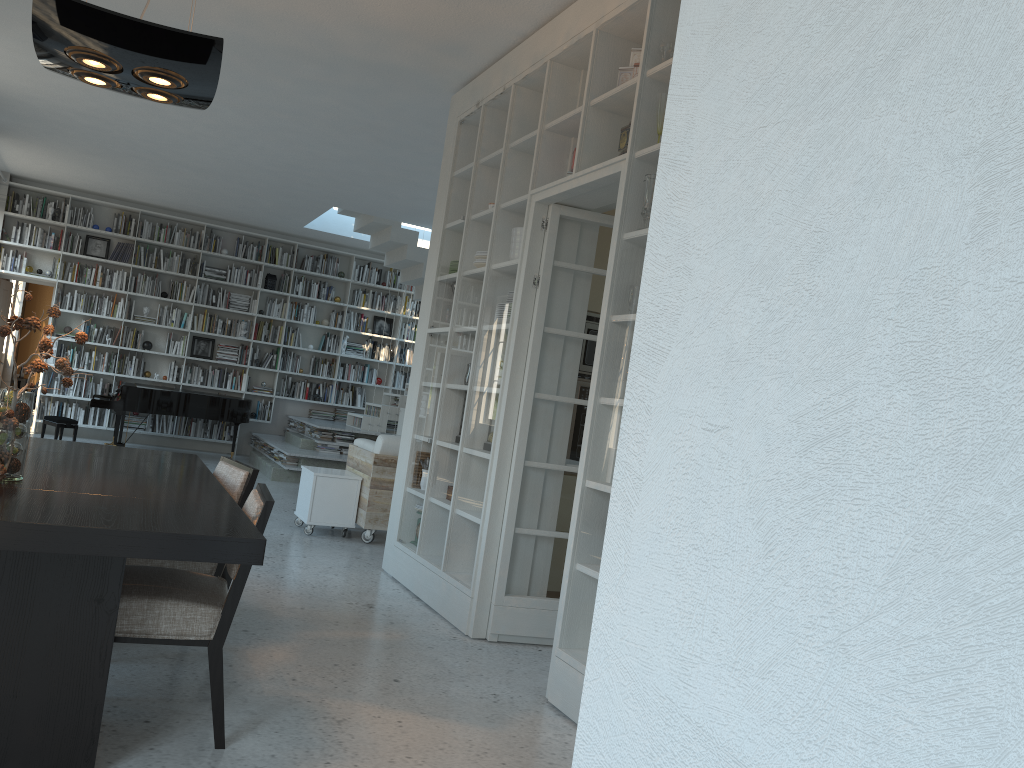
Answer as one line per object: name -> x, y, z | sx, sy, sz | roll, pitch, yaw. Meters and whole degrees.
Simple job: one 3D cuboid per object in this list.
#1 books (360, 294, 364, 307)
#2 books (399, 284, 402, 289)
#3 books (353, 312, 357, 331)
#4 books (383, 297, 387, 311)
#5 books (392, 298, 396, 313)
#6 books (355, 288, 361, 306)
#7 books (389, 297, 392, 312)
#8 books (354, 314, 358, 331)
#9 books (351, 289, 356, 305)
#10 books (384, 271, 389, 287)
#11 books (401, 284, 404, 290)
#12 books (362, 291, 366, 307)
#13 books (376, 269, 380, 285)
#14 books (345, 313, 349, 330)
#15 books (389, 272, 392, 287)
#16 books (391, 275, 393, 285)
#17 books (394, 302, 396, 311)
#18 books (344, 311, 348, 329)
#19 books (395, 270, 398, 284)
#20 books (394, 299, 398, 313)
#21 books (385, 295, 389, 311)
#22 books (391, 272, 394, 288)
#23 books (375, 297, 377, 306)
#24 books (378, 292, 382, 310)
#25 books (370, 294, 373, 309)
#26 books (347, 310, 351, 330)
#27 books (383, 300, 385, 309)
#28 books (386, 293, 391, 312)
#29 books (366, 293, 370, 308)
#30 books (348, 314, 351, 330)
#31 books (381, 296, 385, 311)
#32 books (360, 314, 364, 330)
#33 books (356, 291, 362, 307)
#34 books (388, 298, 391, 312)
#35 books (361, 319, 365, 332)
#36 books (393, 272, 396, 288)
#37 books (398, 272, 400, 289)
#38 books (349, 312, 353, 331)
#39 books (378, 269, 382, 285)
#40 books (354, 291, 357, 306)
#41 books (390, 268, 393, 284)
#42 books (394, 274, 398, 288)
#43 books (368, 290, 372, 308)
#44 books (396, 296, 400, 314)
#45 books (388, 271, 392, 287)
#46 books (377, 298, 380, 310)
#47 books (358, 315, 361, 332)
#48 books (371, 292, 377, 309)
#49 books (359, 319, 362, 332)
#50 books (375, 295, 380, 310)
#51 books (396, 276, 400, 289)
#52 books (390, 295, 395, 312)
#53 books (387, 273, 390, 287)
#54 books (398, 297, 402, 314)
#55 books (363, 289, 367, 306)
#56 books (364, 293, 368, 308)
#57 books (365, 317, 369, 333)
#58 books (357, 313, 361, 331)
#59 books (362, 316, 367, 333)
books -> -2.261, -1.241, 13.264 | 0.025, 0.207, 0.175 | 9, -1, -24
books -> -1.715, -1.527, 13.528 | 0.031, 0.211, 0.131 | 9, -1, -24
books -> -2.366, -0.925, 13.258 | 0.012, 0.285, 0.159 | 9, -1, -24
books -> -1.939, -1.195, 13.413 | 0.031, 0.217, 0.165 | 9, -1, -24
books -> -1.816, -1.187, 13.473 | 0.030, 0.241, 0.162 | 9, -1, -24
books -> -2.320, -1.288, 13.252 | 0.052, 0.282, 0.166 | 9, -1, -24
books -> -1.868, -1.199, 13.452 | 0.011, 0.249, 0.151 | 9, -1, -24
books -> -2.347, -0.914, 13.279 | 0.043, 0.269, 0.131 | 9, -1, -24
books -> -2.363, -1.280, 13.235 | 0.012, 0.254, 0.161 | 9, -1, -24
books -> -1.903, -1.580, 13.409 | 0.019, 0.256, 0.169 | 9, -1, -24
books -> -1.677, -1.547, 13.520 | 0.026, 0.263, 0.163 | 9, -1, -24
books -> -2.236, -1.264, 13.279 | 0.026, 0.261, 0.167 | 9, -1, -24
books -> -2.033, -1.599, 13.376 | 0.012, 0.254, 0.161 | 9, -1, -24
books -> -2.477, -0.927, 13.220 | 0.030, 0.253, 0.128 | 9, -1, -24
books -> -1.867, -1.575, 13.450 | 0.017, 0.259, 0.136 | 9, -1, -24
books -> -1.843, -1.555, 13.437 | 0.007, 0.226, 0.170 | 9, -1, -24
books -> -1.803, -1.187, 13.498 | 0.014, 0.246, 0.142 | 9, -1, -24
books -> -2.499, -0.946, 13.201 | 0.031, 0.284, 0.137 | 9, -1, -24
books -> -1.776, -1.581, 13.488 | 0.020, 0.299, 0.131 | 9, -1, -24
books -> -1.785, -1.178, 13.498 | 0.022, 0.234, 0.158 | 9, -1, -24
books -> -1.915, -1.214, 13.433 | 0.023, 0.264, 0.156 | 9, -1, -24
books -> -1.828, -1.564, 13.451 | 0.031, 0.248, 0.164 | 9, -1, -24
books -> -2.076, -1.218, 13.371 | 0.013, 0.221, 0.145 | 9, -1, -24
books -> -2.001, -1.237, 13.402 | 0.048, 0.283, 0.162 | 9, -1, -24
books -> -2.138, -1.237, 13.337 | 0.025, 0.238, 0.142 | 9, -1, -24
books -> -2.448, -0.946, 13.217 | 0.015, 0.300, 0.140 | 9, -1, -24
books -> -1.963, -1.198, 13.414 | 0.013, 0.216, 0.177 | 9, -1, -24
books -> -1.887, -1.226, 13.430 | 0.022, 0.294, 0.180 | 9, -1, -24
books -> -2.187, -1.243, 13.327 | 0.024, 0.236, 0.146 | 9, -1, -24
books -> -2.437, -0.918, 13.214 | 0.011, 0.248, 0.155 | 9, -1, -24
books -> -1.967, -1.211, 13.392 | 0.014, 0.240, 0.189 | 9, -1, -24
books -> -2.269, -0.910, 13.286 | 0.014, 0.285, 0.175 | 9, -1, -24
books -> -2.291, -1.267, 13.275 | 0.026, 0.250, 0.130 | 9, -1, -24
books -> -1.885, -1.201, 13.459 | 0.014, 0.249, 0.162 | 9, -1, -24
books -> -2.255, -0.871, 13.298 | 0.033, 0.213, 0.152 | 9, -1, -24
books -> -1.812, -1.565, 13.475 | 0.017, 0.257, 0.146 | 9, -1, -24
books -> -1.733, -1.564, 13.512 | 0.025, 0.279, 0.136 | 9, -1, -24
books -> -2.402, -0.933, 13.235 | 0.065, 0.289, 0.145 | 9, -1, -24
books -> -2.009, -1.598, 13.373 | 0.030, 0.257, 0.164 | 9, -1, -24
books -> -2.352, -1.270, 13.238 | 0.013, 0.236, 0.141 | 9, -1, -24
books -> -1.846, -1.604, 13.442 | 0.007, 0.320, 0.165 | 9, -1, -24
books -> -1.789, -1.551, 13.462 | 0.018, 0.235, 0.186 | 9, -1, -24
books -> -2.153, -1.264, 13.318 | 0.026, 0.288, 0.156 | 9, -1, -24
books -> -1.759, -1.199, 13.505 | 0.026, 0.284, 0.147 | 9, -1, -24
books -> -1.876, -1.574, 13.430 | 0.016, 0.252, 0.189 | 9, -1, -24
books -> -2.040, -1.199, 13.407 | 0.027, 0.196, 0.130 | 9, -1, -24
books -> -2.304, -0.906, 13.287 | 0.020, 0.267, 0.152 | 9, -1, -24
books -> -2.089, -1.244, 13.302 | 0.032, 0.265, 0.245 | 9, -1, -24
books -> -2.282, -0.873, 13.269 | 0.013, 0.207, 0.189 | 9, -1, -24
books -> -2.044, -1.218, 13.354 | 0.030, 0.230, 0.187 | 9, -1, -24
books -> -1.755, -1.533, 13.484 | 0.029, 0.210, 0.169 | 9, -1, -24
books -> -1.841, -1.207, 13.453 | 0.036, 0.272, 0.177 | 9, -1, -24
books -> -1.894, -1.561, 13.417 | 0.008, 0.220, 0.182 | 9, -1, -24
books -> -1.733, -1.186, 13.514 | 0.031, 0.265, 0.169 | 9, -1, -24
books -> -2.220, -1.279, 13.295 | 0.011, 0.296, 0.162 | 9, -1, -24
books -> -2.207, -1.241, 13.303 | 0.030, 0.224, 0.157 | 9, -1, -24
books -> -2.202, -0.879, 13.310 | 0.026, 0.243, 0.177 | 9, -1, -24
books -> -2.311, -0.918, 13.268 | 0.012, 0.287, 0.176 | 9, -1, -24
books -> -2.227, -0.887, 13.309 | 0.021, 0.253, 0.166 | 9, -1, -24
